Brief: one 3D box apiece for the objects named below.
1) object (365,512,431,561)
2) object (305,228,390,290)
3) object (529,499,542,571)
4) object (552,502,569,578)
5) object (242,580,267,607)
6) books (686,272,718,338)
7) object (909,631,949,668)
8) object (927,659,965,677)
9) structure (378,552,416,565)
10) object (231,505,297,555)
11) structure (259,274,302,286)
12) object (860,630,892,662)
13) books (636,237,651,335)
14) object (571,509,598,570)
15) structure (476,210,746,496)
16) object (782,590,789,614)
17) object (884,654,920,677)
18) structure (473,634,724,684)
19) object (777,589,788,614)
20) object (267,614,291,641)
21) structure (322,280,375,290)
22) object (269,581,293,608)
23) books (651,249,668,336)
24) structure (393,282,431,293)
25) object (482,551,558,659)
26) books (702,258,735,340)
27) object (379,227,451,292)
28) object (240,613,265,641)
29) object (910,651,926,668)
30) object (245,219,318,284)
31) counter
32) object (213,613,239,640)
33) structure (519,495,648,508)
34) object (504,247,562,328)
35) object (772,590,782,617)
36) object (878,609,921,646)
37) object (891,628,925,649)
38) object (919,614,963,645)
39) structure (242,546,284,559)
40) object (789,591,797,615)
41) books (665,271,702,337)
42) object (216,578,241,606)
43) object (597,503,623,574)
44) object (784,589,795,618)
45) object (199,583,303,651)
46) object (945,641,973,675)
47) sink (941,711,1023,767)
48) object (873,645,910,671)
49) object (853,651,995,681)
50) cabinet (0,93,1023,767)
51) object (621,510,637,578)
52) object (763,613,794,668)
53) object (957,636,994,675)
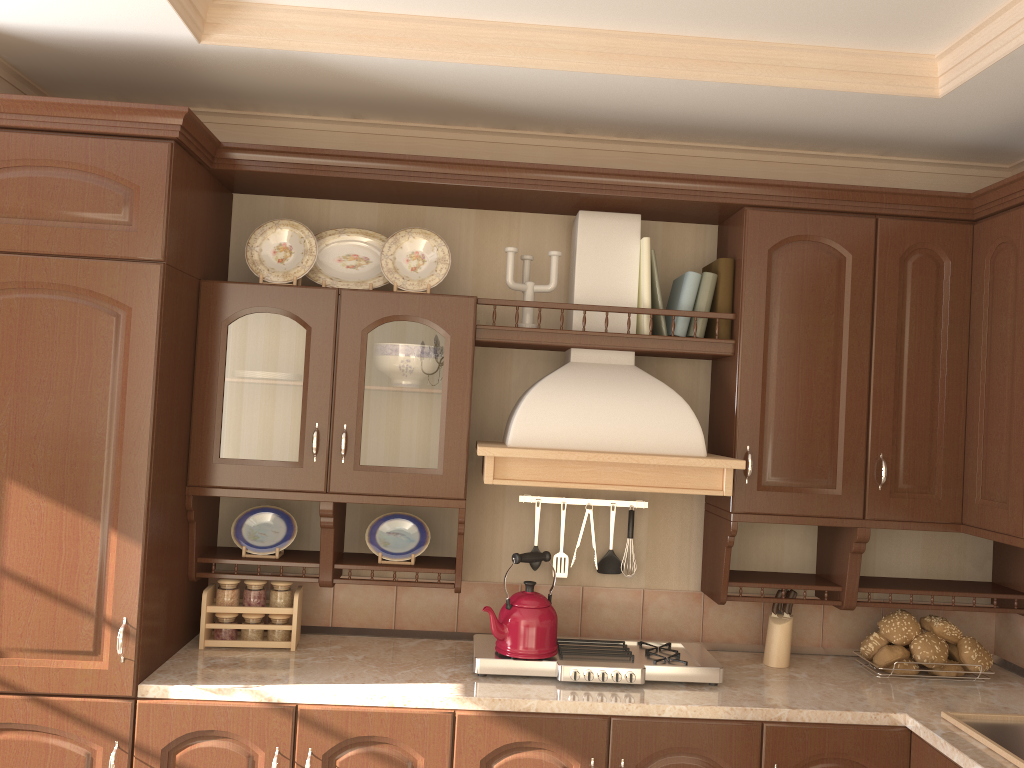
[{"bbox_3d":[-0.354,0.472,2.752,0.202,0.143,0.071,3,-2,-5],"label":"object"},{"bbox_3d":[-0.501,-0.390,2.766,0.342,0.209,0.073,3,-2,-2],"label":"object"},{"bbox_3d":[0.080,0.489,2.876,0.048,0.231,0.015,3,-2,-2],"label":"object"},{"bbox_3d":[0.162,0.506,2.882,0.051,0.245,0.003,3,-2,-3],"label":"object"},{"bbox_3d":[-0.779,0.631,2.687,0.068,0.088,0.068,3,-2,13],"label":"object"},{"bbox_3d":[0.588,-0.240,2.826,0.080,0.209,0.205,3,-2,-3],"label":"books"},{"bbox_3d":[1.280,0.815,2.725,0.110,0.102,0.115,2,-2,26],"label":"object"},{"bbox_3d":[1.344,0.878,2.752,0.103,0.060,0.105,3,-2,-8],"label":"object"},{"bbox_3d":[-0.353,0.489,2.748,0.110,0.126,0.080,3,-2,-3],"label":"structure"},{"bbox_3d":[-0.764,0.450,2.734,0.202,0.143,0.071,3,-2,-5],"label":"object"},{"bbox_3d":[-0.700,-0.355,2.695,0.110,0.126,0.080,3,-2,-3],"label":"structure"},{"bbox_3d":[1.155,0.831,2.810,0.123,0.109,0.092,4,-2,-35],"label":"object"},{"bbox_3d":[0.413,-0.299,2.826,0.042,0.305,0.194,3,-2,-3],"label":"books"},{"bbox_3d":[0.239,0.504,2.885,0.089,0.195,0.005,3,-2,-3],"label":"object"},{"bbox_3d":[0.287,-0.117,2.705,0.753,0.845,0.455,3,-2,-3],"label":"structure"},{"bbox_3d":[0.877,0.746,2.861,0.051,0.158,0.016,4,-2,-40],"label":"object"},{"bbox_3d":[1.209,0.869,2.763,0.114,0.058,0.119,4,-2,-38],"label":"object"},{"bbox_3d":[0.243,0.803,2.592,0.710,0.054,0.325,3,-2,-3],"label":"structure"},{"bbox_3d":[0.854,0.745,2.834,0.027,0.191,0.052,2,-2,43],"label":"object"},{"bbox_3d":[-0.707,0.735,2.694,0.068,0.088,0.068,3,-2,13],"label":"object"},{"bbox_3d":[-0.505,-0.342,2.760,0.154,0.126,0.080,3,-2,-3],"label":"structure"},{"bbox_3d":[-0.701,0.635,2.697,0.068,0.088,0.068,3,-2,13],"label":"object"},{"bbox_3d":[0.450,-0.279,2.834,0.068,0.271,0.194,3,-2,-3],"label":"books"},{"bbox_3d":[-0.302,-0.332,2.715,0.110,0.126,0.080,3,-2,-3],"label":"structure"},{"bbox_3d":[0.041,0.626,2.540,0.181,0.282,0.227,3,-2,20],"label":"object"},{"bbox_3d":[0.654,-0.259,2.832,0.052,0.254,0.205,3,-2,-3],"label":"books"},{"bbox_3d":[-0.296,-0.383,2.720,0.220,0.210,0.068,3,-2,-5],"label":"object"},{"bbox_3d":[-0.784,0.731,2.684,0.068,0.088,0.068,3,-2,13],"label":"object"},{"bbox_3d":[1.313,0.854,2.804,0.114,0.094,0.098,4,-2,-23],"label":"object"},{"bbox_3d":[-0.701,-0.405,2.699,0.220,0.210,0.068,3,-2,-5],"label":"object"},{"bbox_3d":[0.376,0.840,1.705,2.603,0.034,2.422,3,-2,-3],"label":"counter"},{"bbox_3d":[-0.862,0.726,2.674,0.068,0.088,0.068,3,-2,13],"label":"object"},{"bbox_3d":[0.234,0.385,2.896,0.422,0.020,0.008,3,-2,-3],"label":"structure"},{"bbox_3d":[0.039,-0.291,2.764,0.163,0.248,0.174,5,-2,-40],"label":"object"},{"bbox_3d":[0.832,0.753,2.813,0.053,0.198,0.027,4,-2,-19],"label":"object"},{"bbox_3d":[1.210,0.761,2.770,0.118,0.105,0.100,3,-2,-8],"label":"object"},{"bbox_3d":[1.263,0.808,2.825,0.113,0.092,0.110,5,-2,-41],"label":"object"},{"bbox_3d":[1.349,0.771,2.794,0.112,0.078,0.125,3,-2,-8],"label":"object"},{"bbox_3d":[-0.762,0.466,2.729,0.110,0.126,0.080,3,-2,-3],"label":"structure"},{"bbox_3d":[0.887,0.742,2.837,0.050,0.159,0.022,4,-2,-33],"label":"object"},{"bbox_3d":[0.536,-0.243,2.832,0.086,0.209,0.205,3,-2,-3],"label":"books"},{"bbox_3d":[-0.856,0.626,2.677,0.068,0.088,0.068,3,-2,13],"label":"object"},{"bbox_3d":[0.324,0.507,2.902,0.088,0.236,0.028,3,-2,-3],"label":"object"},{"bbox_3d":[0.867,0.750,2.803,0.053,0.198,0.027,4,-2,-19],"label":"object"},{"bbox_3d":[-0.785,0.703,2.686,0.276,0.170,0.140,3,-2,-7],"label":"object"},{"bbox_3d":[1.405,0.858,2.799,0.091,0.100,0.125,3,-2,-8],"label":"object"},{"bbox_3d":[1.391,0.814,1.826,0.448,0.348,1.077,3,-2,-3],"label":"sink"},{"bbox_3d":[1.171,0.848,2.740,0.104,0.092,0.114,2,-2,44],"label":"object"},{"bbox_3d":[1.281,0.875,2.772,0.364,0.060,0.199,3,-2,-3],"label":"object"},{"bbox_3d":[0.093,0.486,1.711,3.226,2.313,2.436,3,-2,-3],"label":"cabinet"},{"bbox_3d":[0.385,0.521,2.892,0.049,0.219,0.049,4,-2,-25],"label":"object"},{"bbox_3d":[0.850,0.806,2.808,0.078,0.148,0.151,2,-2,35],"label":"object"},{"bbox_3d":[1.423,0.835,2.731,0.097,0.106,0.117,2,-2,43],"label":"object"}]
